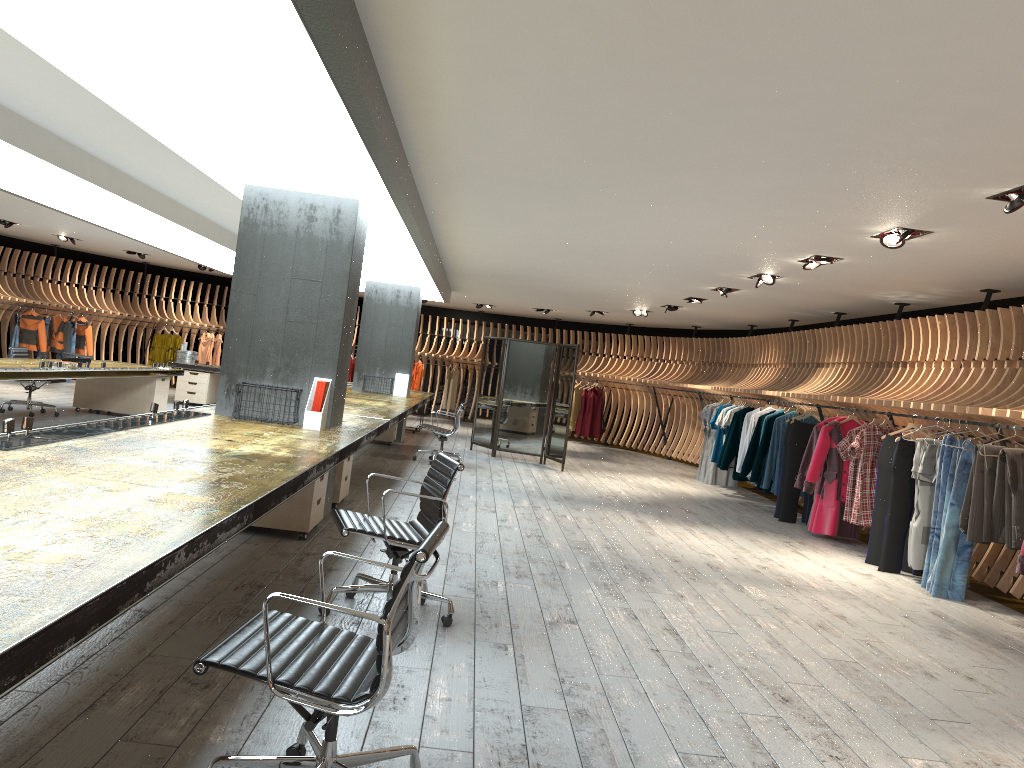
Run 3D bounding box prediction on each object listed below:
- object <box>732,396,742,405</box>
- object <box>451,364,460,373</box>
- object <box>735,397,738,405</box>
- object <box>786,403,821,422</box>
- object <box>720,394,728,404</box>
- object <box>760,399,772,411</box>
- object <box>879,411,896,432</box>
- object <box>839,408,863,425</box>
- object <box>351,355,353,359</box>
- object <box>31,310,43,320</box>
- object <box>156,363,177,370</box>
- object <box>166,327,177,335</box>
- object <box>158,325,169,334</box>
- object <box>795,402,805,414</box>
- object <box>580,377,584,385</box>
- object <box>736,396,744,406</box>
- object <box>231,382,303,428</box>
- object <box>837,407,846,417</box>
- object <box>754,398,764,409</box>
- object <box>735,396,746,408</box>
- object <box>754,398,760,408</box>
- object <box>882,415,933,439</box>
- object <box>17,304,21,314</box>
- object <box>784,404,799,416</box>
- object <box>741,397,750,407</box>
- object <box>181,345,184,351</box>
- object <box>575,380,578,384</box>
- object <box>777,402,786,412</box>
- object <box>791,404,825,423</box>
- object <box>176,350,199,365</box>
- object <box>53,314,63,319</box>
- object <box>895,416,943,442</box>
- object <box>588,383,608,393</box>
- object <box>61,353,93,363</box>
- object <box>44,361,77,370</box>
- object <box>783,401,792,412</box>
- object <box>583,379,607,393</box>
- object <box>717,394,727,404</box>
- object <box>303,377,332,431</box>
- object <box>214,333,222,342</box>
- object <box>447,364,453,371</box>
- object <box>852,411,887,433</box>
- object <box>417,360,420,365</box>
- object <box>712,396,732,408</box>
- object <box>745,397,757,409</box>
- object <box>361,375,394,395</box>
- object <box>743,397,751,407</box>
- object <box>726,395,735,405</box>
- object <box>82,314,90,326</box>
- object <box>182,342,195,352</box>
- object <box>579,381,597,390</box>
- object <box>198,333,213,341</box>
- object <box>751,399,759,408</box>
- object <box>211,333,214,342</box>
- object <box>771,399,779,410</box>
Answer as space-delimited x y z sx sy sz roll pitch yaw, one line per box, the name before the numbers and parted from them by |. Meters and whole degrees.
object | 3.476 0.322 13.656 0.524 0.288 0.015 7 0 8
object | -1.345 -0.405 21.360 0.012 0.270 0.525 7 0 18
object | 3.510 0.318 13.791 0.525 0.270 0.012 8 0 23
object | 3.624 0.371 10.801 0.525 0.270 0.012 8 0 23
object | 3.462 0.302 14.406 0.525 0.270 0.012 7 0 -12
object | 3.564 0.338 12.305 0.525 0.270 0.012 7 0 3
object | 3.687 0.411 8.727 0.524 0.286 0.015 7 0 -17
object | 3.682 0.393 9.589 0.525 0.270 0.012 7 0 8
object | -3.946 -0.745 21.535 0.012 0.270 0.525 7 0 -32
object | -9.292 -1.378 17.179 0.525 0.270 0.012 7 0 13
object | -5.230 -0.265 13.365 0.302 0.074 0.217 7 1 -8
object | -7.592 -1.190 19.812 0.525 0.270 0.012 8 0 28
object | -7.718 -1.204 19.679 0.525 0.270 0.012 8 0 28
object | 3.606 0.363 11.099 0.525 0.270 0.012 7 0 8
object | 1.546 -0.015 19.620 0.012 0.270 0.524 7 0 38
object | 3.509 0.321 13.550 0.525 0.270 0.012 7 0 3
object | -1.835 0.155 6.668 0.459 0.289 0.330 7 0 -5
object | 3.651 0.385 9.833 0.525 0.270 0.012 7 0 -2
object | 3.546 0.339 12.678 0.525 0.270 0.012 7 0 3
object | 3.535 0.331 13.464 0.523 0.290 0.013 7 0 -7
object | 3.555 0.339 12.806 0.525 0.270 0.012 7 0 -2
object | 3.719 0.417 8.226 0.525 0.270 0.012 8 0 38
object | -9.372 -1.395 16.881 0.023 0.243 0.549 7 1 -21
object | 3.609 0.360 11.423 0.525 0.270 0.012 7 0 -2
object | 3.529 0.334 13.359 0.524 0.285 0.013 7 0 -7
object | -6.103 -0.674 16.404 0.062 0.109 0.062 7 0 -36
object | 1.397 -0.036 19.784 0.525 0.270 0.012 7 0 -2
object | 3.583 0.353 11.737 0.525 0.270 0.012 7 0 3
object | 3.620 0.373 10.620 0.525 0.270 0.012 7 0 3
object | -6.066 -0.497 16.546 0.303 0.239 0.498 7 1 -2
object | -9.063 -1.353 17.725 0.525 0.270 0.012 8 0 18
object | 3.736 0.422 8.013 0.525 0.270 0.012 7 0 -2
object | 1.885 0.038 19.254 0.524 0.270 0.012 7 0 -27
object | -5.800 -0.345 11.818 0.261 0.111 0.373 7 1 -2
object | -5.090 -0.205 9.989 0.302 0.071 0.209 7 1 -8
object | 3.587 0.355 11.534 0.525 0.270 0.012 7 0 -2
object | 1.825 0.029 19.335 0.525 0.270 0.012 7 0 -2
object | 3.464 0.301 14.551 0.525 0.270 0.012 7 0 13
object | -1.479 0.148 6.738 0.129 0.383 0.239 7 0 -2
object | -6.761 -1.094 20.461 0.012 0.270 0.525 8 0 -37
object | -1.474 -0.421 21.373 0.012 0.270 0.525 7 1 13
object | 3.686 0.401 8.940 0.525 0.270 0.012 7 0 -2
object | -2.249 -0.526 21.534 0.012 0.270 0.525 7 0 -22
object | 3.475 0.306 14.270 0.525 0.270 0.012 7 0 13
object | 3.511 0.335 13.072 0.524 0.284 0.014 7 0 8
object | -2.124 0.021 14.066 0.459 0.289 0.329 7 0 0
object | 3.521 0.323 13.244 0.525 0.270 0.012 7 0 -17
object | 3.501 0.312 14.097 0.525 0.270 0.012 7 0 -17
object | -8.825 -1.331 18.212 0.525 0.270 0.012 8 0 28
object | -6.003 -0.669 16.494 0.262 0.204 0.088 7 0 -4
object | 1.715 0.013 19.452 0.524 0.270 0.012 7 0 -27
object | -6.998 -1.123 20.310 0.525 0.270 0.012 8 0 33
object | 3.539 0.336 12.888 0.525 0.270 0.012 7 0 -2
object | -6.903 -1.112 20.381 0.012 0.270 0.525 7 0 -32
object | 3.574 0.343 12.071 0.525 0.270 0.012 7 0 -2
